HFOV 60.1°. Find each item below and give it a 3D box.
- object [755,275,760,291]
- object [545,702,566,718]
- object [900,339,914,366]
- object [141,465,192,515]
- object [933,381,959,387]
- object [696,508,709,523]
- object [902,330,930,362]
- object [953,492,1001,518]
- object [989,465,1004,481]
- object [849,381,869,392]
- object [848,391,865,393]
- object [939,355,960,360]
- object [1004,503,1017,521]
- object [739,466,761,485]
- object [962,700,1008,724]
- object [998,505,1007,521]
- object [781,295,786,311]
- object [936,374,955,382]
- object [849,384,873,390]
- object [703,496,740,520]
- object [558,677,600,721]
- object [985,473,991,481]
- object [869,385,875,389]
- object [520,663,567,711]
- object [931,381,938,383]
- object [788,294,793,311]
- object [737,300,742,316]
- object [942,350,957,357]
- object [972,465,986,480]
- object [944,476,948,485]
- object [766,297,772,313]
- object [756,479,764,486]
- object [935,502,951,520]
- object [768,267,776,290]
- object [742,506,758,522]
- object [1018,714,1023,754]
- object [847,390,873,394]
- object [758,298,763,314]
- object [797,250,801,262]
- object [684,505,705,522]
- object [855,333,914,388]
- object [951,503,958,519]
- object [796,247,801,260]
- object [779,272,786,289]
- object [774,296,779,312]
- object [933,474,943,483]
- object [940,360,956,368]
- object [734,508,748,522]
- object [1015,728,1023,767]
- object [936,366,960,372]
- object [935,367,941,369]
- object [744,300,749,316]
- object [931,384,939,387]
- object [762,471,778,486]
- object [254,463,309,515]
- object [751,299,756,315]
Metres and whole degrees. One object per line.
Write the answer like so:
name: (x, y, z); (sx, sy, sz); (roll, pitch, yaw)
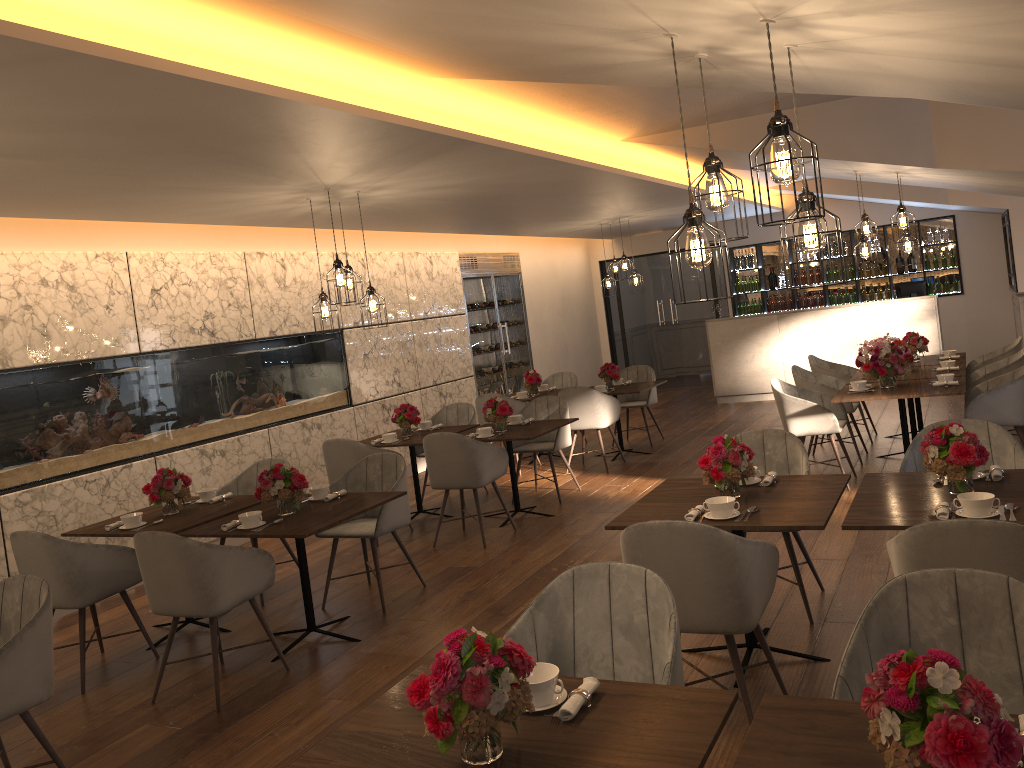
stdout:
object: (3.888, -1.598, 14.026); (0.065, 0.261, 0.066); (-7, 2, 6)
object: (0.128, 0.764, 2.130); (0.025, 0.024, 0.193); (-6, 5, 28)
object: (3.352, -0.249, 7.677); (0.306, 0.301, 0.233); (-10, 4, -43)
object: (-2.104, 0.642, 5.401); (0.233, 0.301, 0.307); (-6, 3, 29)
object: (3.198, -0.001, 6.526); (0.175, 0.039, 0.056); (-5, 4, 28)
object: (0.807, 0.545, 3.723); (0.025, 0.024, 0.193); (-6, 5, 28)
object: (3.786, -0.365, 8.368); (0.306, 0.301, 0.234); (-8, 3, -15)
object: (1.703, 0.446, 3.241); (0.148, 0.072, 0.148); (-8, 4, -5)
object: (2.050, 0.376, 3.746); (0.056, 0.039, 0.176); (-5, 5, 28)
object: (2.694, 0.018, 6.875); (0.148, 0.072, 0.148); (-9, 4, -20)
object: (2.686, 0.060, 6.795); (0.210, 0.004, 0.022); (-5, 5, 27)
object: (4.029, -0.242, 8.147); (0.175, 0.039, 0.056); (-5, 4, 28)
object: (1.815, 0.463, 3.207); (0.043, 0.015, 0.198); (-5, 5, 24)
object: (1.114, 0.439, 4.234); (0.148, 0.072, 0.148); (-8, 4, -5)
object: (0.892, 0.674, 1.739); (0.148, 0.072, 0.148); (-8, 4, -5)
object: (1.788, 0.470, 3.230); (0.022, 0.004, 0.212); (-5, 5, 28)
object: (4.246, -1.265, 13.872); (0.065, 0.261, 0.066); (-7, 2, 6)
object: (3.247, -0.033, 6.626); (0.148, 0.072, 0.148); (-9, 4, -20)
object: (2.748, 0.020, 6.977); (0.175, 0.039, 0.056); (-5, 4, 28)
object: (0.869, 0.517, 3.677); (0.148, 0.072, 0.148); (-8, 4, -5)
object: (0.162, 0.754, 2.123); (0.056, 0.039, 0.176); (-5, 5, 28)
object: (2.016, 0.387, 3.754); (0.025, 0.024, 0.193); (-6, 5, 28)
object: (2.741, 0.030, 6.942); (0.192, 0.024, 0.025); (-5, 4, 28)
object: (0.059, 0.745, 2.175); (0.148, 0.072, 0.148); (-8, 4, -5)
object: (3.285, -0.018, 6.736); (0.197, 0.015, 0.043); (-5, 5, 24)
object: (4.344, -1.274, 13.821); (0.065, 0.261, 0.066); (-7, 2, 6)
object: (3.642, -1.214, 14.188); (0.065, 0.261, 0.066); (-7, 2, 6)
object: (4.078, -0.274, 8.248); (0.148, 0.072, 0.148); (-9, 4, -20)
object: (1.947, 0.368, 3.798); (0.148, 0.072, 0.148); (-8, 4, -5)
object: (1.871, 0.412, 3.811); (0.022, 0.004, 0.212); (-5, 5, 28)
object: (4.052, -1.249, 13.973); (0.065, 0.261, 0.066); (-7, 2, 6)
object: (1.183, 0.458, 4.189); (0.025, 0.024, 0.193); (-6, 5, 28)
object: (1.604, 0.471, 3.294); (0.056, 0.039, 0.176); (-5, 5, 28)
object: (4.084, -1.663, 13.923); (0.104, 0.359, 0.104); (-7, 2, 0)
object: (0.982, 0.534, 3.643); (0.043, 0.015, 0.198); (-5, 5, 24)
object: (0.995, 0.682, 1.687); (0.056, 0.039, 0.176); (-5, 5, 28)
object: (2.663, 0.060, 6.766); (0.197, 0.015, 0.043); (-5, 5, 24)
object: (3.934, -1.239, 14.035); (0.065, 0.261, 0.066); (-7, 2, 6)
object: (4.420, -1.975, 13.683); (0.070, 0.190, 0.041); (-6, 2, 27)
object: (0.771, 0.542, 3.730); (0.056, 0.039, 0.176); (-5, 5, 28)
object: (2.896, -0.189, 6.896); (0.419, 0.425, 0.407); (-6, 3, 16)
object: (1.640, 0.474, 3.287); (0.025, 0.024, 0.193); (-6, 5, 28)
object: (4.415, -2.011, 13.682); (0.069, 0.208, 0.040); (-6, 2, 27)
object: (4.233, -1.636, 13.842); (0.108, 0.281, 0.108); (-8, 2, -16)
object: (4.149, -1.257, 13.923); (0.065, 0.261, 0.066); (-7, 2, 6)
object: (1.849, 0.407, 3.830); (0.042, 0.015, 0.198); (-5, 5, 31)
object: (3.671, -0.156, 7.454); (0.148, 0.072, 0.148); (-9, 4, -20)
object: (0.954, 0.542, 3.665); (0.022, 0.004, 0.212); (-5, 5, 28)
object: (0.961, 0.693, 1.695); (0.025, 0.024, 0.193); (-6, 5, 28)
object: (3.621, -0.124, 7.353); (0.175, 0.039, 0.056); (-5, 4, 28)
object: (3.709, -0.141, 7.563); (0.197, 0.015, 0.043); (-5, 5, 24)
object: (3.739, -1.222, 14.137); (0.065, 0.261, 0.066); (-7, 2, 6)
object: (3.206, 0.002, 6.561); (0.192, 0.024, 0.025); (-5, 4, 28)
object: (1.217, 0.448, 4.182); (0.056, 0.039, 0.176); (-5, 5, 28)
object: (-1.277, 0.573, 4.935); (0.305, 0.301, 0.235); (-7, 3, 5)
object: (3.836, -1.230, 14.086); (0.065, 0.261, 0.066); (-7, 2, 6)
